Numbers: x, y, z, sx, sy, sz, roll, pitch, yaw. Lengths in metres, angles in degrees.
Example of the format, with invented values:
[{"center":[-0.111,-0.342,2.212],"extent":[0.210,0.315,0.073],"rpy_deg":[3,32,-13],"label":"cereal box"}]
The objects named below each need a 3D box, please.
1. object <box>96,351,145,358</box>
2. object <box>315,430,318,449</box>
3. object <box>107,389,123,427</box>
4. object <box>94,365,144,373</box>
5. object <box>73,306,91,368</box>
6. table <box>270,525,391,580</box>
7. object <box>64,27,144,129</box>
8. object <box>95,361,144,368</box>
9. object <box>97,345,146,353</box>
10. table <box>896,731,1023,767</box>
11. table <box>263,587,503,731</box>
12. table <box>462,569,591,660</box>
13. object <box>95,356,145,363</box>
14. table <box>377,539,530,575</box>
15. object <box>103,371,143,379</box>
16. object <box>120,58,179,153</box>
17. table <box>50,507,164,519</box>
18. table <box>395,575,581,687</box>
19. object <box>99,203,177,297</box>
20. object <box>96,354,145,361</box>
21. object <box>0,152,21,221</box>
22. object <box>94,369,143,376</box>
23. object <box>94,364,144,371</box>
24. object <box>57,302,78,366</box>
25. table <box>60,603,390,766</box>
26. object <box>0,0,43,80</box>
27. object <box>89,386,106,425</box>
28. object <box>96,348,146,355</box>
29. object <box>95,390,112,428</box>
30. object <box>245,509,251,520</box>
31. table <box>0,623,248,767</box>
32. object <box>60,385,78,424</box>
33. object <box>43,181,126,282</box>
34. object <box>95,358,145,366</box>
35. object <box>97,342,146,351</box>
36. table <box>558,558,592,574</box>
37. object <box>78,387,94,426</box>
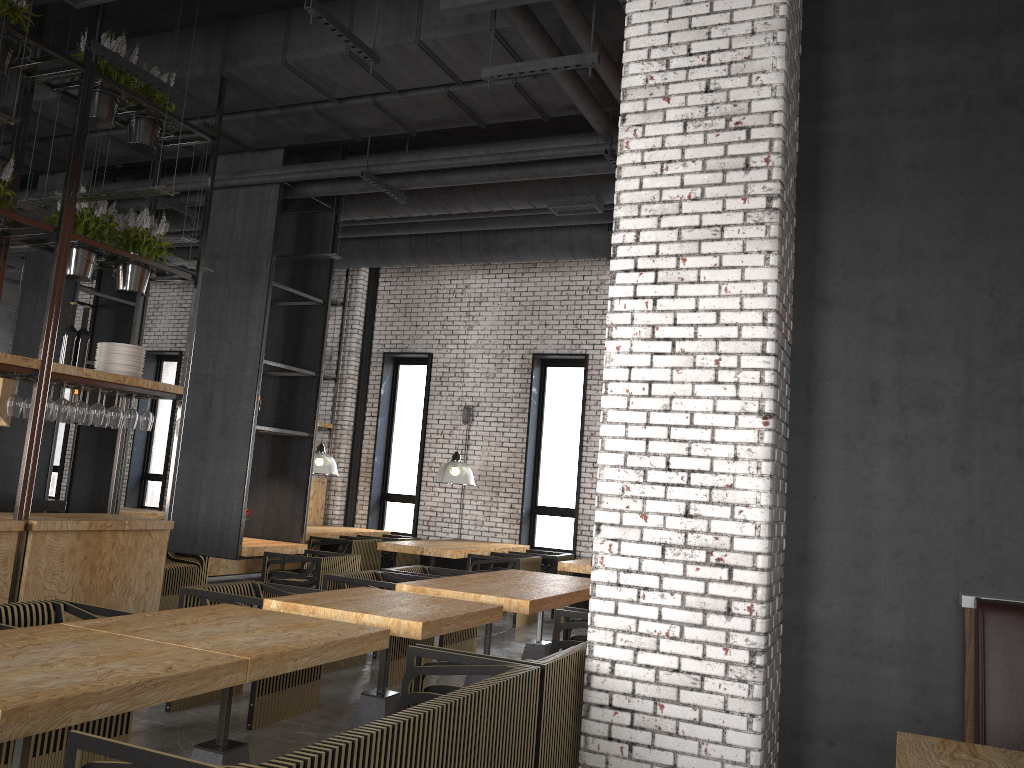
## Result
[{"center":[-2.875,-0.204,6.513],"extent":[0.334,0.041,0.334],"rpy_deg":[5,-7,-6],"label":"object"},{"center":[-2.853,0.797,12.811],"extent":[0.101,0.268,0.101],"rpy_deg":[10,-10,-34],"label":"object"},{"center":[-2.797,0.168,6.255],"extent":[0.101,0.268,0.100],"rpy_deg":[6,-8,-12],"label":"object"},{"center":[-2.882,-0.092,6.498],"extent":[0.334,0.037,0.334],"rpy_deg":[6,-7,-9],"label":"object"},{"center":[-3.009,-0.314,6.208],"extent":[0.098,0.472,0.098],"rpy_deg":[6,-8,-13],"label":"object"},{"center":[-2.608,2.290,11.647],"extent":[1.000,0.765,2.110],"rpy_deg":[1,-8,24],"label":"table"},{"center":[-2.906,-2.126,6.320],"extent":[0.416,0.560,0.466],"rpy_deg":[5,-8,-3],"label":"object"},{"center":[-2.880,-0.131,6.503],"extent":[0.334,0.039,0.334],"rpy_deg":[6,-7,-9],"label":"object"},{"center":[-2.871,-0.242,6.518],"extent":[0.335,0.039,0.334],"rpy_deg":[4,-7,-1],"label":"object"},{"center":[0.876,1.249,0.815],"extent":[1.000,0.765,4.124],"rpy_deg":[1,-8,24],"label":"table"},{"center":[-0.738,1.639,5.069],"extent":[1.000,0.765,0.994],"rpy_deg":[1,-8,24],"label":"table"},{"center":[0.229,1.971,7.207],"extent":[1.000,0.765,0.994],"rpy_deg":[1,-8,24],"label":"table"},{"center":[-2.877,-0.165,6.508],"extent":[0.335,0.039,0.334],"rpy_deg":[0,-8,32],"label":"object"},{"center":[-0.679,2.334,10.786],"extent":[1.000,0.765,2.110],"rpy_deg":[1,-8,24],"label":"table"},{"center":[-2.886,-0.053,6.492],"extent":[0.335,0.033,0.334],"rpy_deg":[0,-8,32],"label":"object"},{"center":[-2.788,-2.065,6.749],"extent":[0.415,0.560,0.467],"rpy_deg":[11,-10,-41],"label":"object"},{"center":[-6.987,2.160,13.360],"extent":[4.136,0.765,0.997],"rpy_deg":[1,-8,24],"label":"table"},{"center":[-0.173,1.831,6.301],"extent":[1.000,0.765,0.994],"rpy_deg":[1,-8,24],"label":"table"},{"center":[-2.800,-0.947,6.608],"extent":[0.416,0.560,0.466],"rpy_deg":[2,-8,18],"label":"object"},{"center":[-2.876,-0.185,6.510],"extent":[0.335,0.043,0.333],"rpy_deg":[3,-7,8],"label":"object"},{"center":[-3.355,-1.122,5.513],"extent":[0.416,0.560,0.466],"rpy_deg":[5,-8,-8],"label":"object"},{"center":[-2.885,-0.073,6.495],"extent":[0.334,0.046,0.334],"rpy_deg":[4,-7,5],"label":"object"},{"center":[-2.881,-0.111,6.500],"extent":[0.334,0.040,0.334],"rpy_deg":[6,-7,-12],"label":"object"},{"center":[-3.052,-0.329,6.111],"extent":[0.098,0.472,0.098],"rpy_deg":[6,-8,-13],"label":"object"},{"center":[-1.260,1.456,3.893],"extent":[1.000,0.765,0.994],"rpy_deg":[1,-8,24],"label":"table"},{"center":[-3.277,-2.239,5.619],"extent":[0.467,0.560,0.415],"rpy_deg":[2,-8,18],"label":"object"},{"center":[-2.856,0.148,6.122],"extent":[0.101,0.268,0.100],"rpy_deg":[6,-8,-12],"label":"object"},{"center":[-2.874,-0.224,6.516],"extent":[0.334,0.044,0.334],"rpy_deg":[5,-7,-5],"label":"object"},{"center":[-3.000,0.183,6.505],"extent":[0.101,0.268,0.100],"rpy_deg":[6,-8,-12],"label":"object"},{"center":[-2.675,1.368,8.765],"extent":[0.156,0.356,0.170],"rpy_deg":[7,-8,-18],"label":"object"},{"center":[-1.662,1.316,2.987],"extent":[1.000,0.765,0.994],"rpy_deg":[1,-8,24],"label":"table"},{"center":[-3.118,0.142,6.238],"extent":[0.101,0.268,0.100],"rpy_deg":[6,-8,-12],"label":"object"},{"center":[-3.029,-1.012,6.218],"extent":[0.416,0.560,0.466],"rpy_deg":[0,-9,32],"label":"object"},{"center":[-2.878,-0.150,6.505],"extent":[0.334,0.040,0.334],"rpy_deg":[11,-9,-43],"label":"object"},{"center":[-2.870,-0.262,6.522],"extent":[0.334,0.039,0.334],"rpy_deg":[5,-7,-2],"label":"object"},{"center":[1.330,2.380,9.890],"extent":[1.000,0.765,2.110],"rpy_deg":[1,-8,24],"label":"table"},{"center":[-3.059,0.162,6.372],"extent":[0.101,0.268,0.100],"rpy_deg":[6,-8,-12],"label":"object"}]
